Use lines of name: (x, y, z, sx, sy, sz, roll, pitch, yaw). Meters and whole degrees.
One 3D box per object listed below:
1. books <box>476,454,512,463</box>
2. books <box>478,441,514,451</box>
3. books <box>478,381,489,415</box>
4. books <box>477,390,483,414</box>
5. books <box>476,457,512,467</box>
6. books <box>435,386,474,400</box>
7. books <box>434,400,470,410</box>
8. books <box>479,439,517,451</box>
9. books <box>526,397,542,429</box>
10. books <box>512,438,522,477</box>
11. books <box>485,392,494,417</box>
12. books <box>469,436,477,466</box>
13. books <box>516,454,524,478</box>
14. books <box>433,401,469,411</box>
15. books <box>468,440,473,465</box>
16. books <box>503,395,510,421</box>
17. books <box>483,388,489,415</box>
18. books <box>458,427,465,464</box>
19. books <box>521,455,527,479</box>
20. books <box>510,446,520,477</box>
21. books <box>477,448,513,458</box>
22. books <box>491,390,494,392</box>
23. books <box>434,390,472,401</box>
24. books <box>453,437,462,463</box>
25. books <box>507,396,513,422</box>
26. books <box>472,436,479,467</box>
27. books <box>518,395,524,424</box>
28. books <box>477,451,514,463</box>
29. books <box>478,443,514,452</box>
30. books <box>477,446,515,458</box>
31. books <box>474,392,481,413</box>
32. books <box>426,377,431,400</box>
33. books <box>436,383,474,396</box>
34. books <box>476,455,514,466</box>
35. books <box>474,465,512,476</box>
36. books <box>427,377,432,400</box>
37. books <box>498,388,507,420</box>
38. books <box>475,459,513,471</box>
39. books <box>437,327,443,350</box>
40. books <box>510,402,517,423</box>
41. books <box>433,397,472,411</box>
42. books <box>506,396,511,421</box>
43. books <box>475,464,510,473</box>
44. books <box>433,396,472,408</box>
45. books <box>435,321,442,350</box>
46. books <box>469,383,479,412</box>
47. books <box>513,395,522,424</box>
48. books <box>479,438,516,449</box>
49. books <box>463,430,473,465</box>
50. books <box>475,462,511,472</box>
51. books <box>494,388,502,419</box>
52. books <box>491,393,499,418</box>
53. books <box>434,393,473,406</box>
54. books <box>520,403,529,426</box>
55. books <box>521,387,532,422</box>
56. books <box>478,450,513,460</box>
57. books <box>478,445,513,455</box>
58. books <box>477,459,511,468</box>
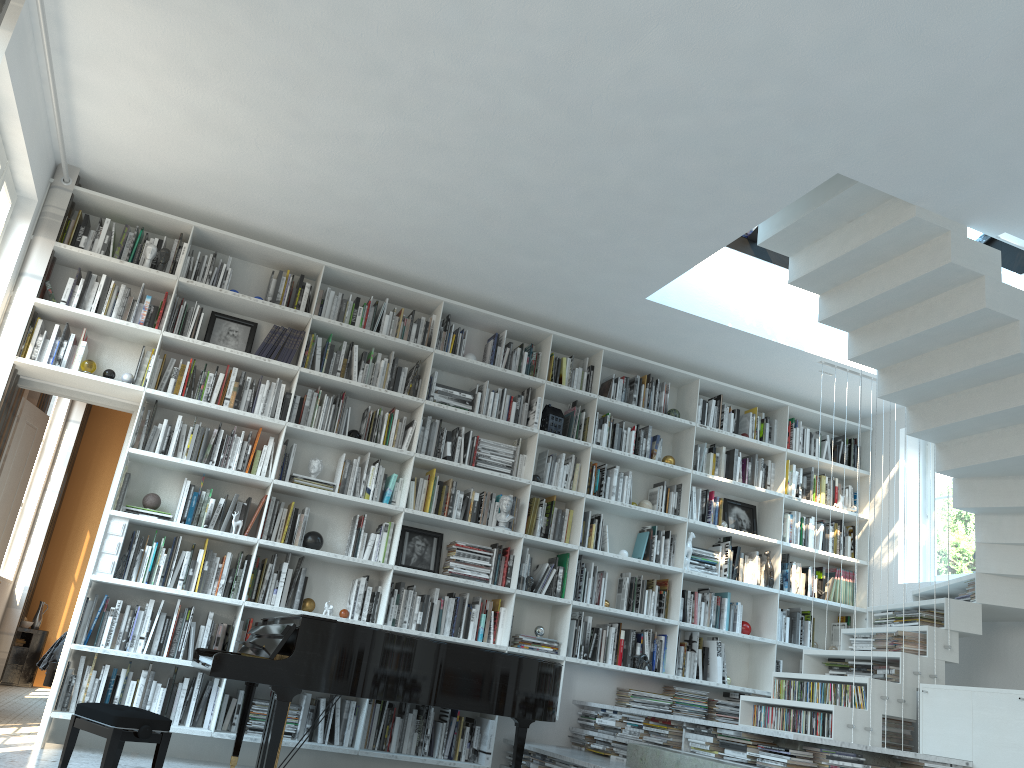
books: (-0.146, 0.535, 6.210, 0.254, 0.012, 0.161, 15, -20, -18)
books: (-0.135, 0.454, 6.239, 0.254, 0.012, 0.161, 16, -20, -19)
books: (-0.223, 0.133, 6.256, 0.011, 0.283, 0.190, 15, -19, -19)
books: (-0.259, 0.167, 6.277, 0.024, 0.222, 0.129, 15, -19, -19)
books: (-0.149, 0.557, 6.201, 0.254, 0.012, 0.161, 16, -20, -21)
books: (-0.428, 0.081, 6.209, 0.285, 0.024, 0.160, 15, -20, -17)
books: (-0.442, 0.165, 6.179, 0.254, 0.012, 0.161, 17, -20, -21)
books: (-0.128, 0.440, 6.233, 0.285, 0.012, 0.160, 17, -21, -23)
books: (0.131, 0.238, 6.327, 0.037, 0.236, 0.273, 15, -20, -19)
books: (0.013, 0.548, 6.274, 0.012, 0.317, 0.140, 15, -19, -19)
books: (-0.186, 0.180, 6.273, 0.027, 0.215, 0.190, 15, -20, -19)
books: (-0.298, 0.494, 6.143, 0.015, 0.244, 0.183, 15, -20, -19)
books: (0.024, 0.609, 6.259, 0.030, 0.198, 0.172, 15, -20, -19)
books: (-0.442, 0.175, 6.171, 0.254, 0.012, 0.161, 14, -19, -14)
books: (-0.321, 0.504, 6.140, 0.024, 0.215, 0.132, 15, -19, -19)
books: (-0.076, 0.205, 6.306, 0.023, 0.222, 0.191, 15, -20, -19)
books: (-0.217, 0.162, 6.268, 0.021, 0.236, 0.172, 15, -20, -19)
books: (-0.368, 0.454, 6.132, 0.049, 0.290, 0.162, 15, -19, -19)
books: (0.050, 0.615, 6.275, 0.030, 0.204, 0.158, 15, -20, -19)
books: (0.003, 0.571, 6.246, 0.012, 0.253, 0.161, 15, -19, -19)
books: (-0.140, 0.500, 6.220, 0.254, 0.012, 0.161, 15, -20, -17)
books: (-0.171, 0.175, 6.295, 0.012, 0.243, 0.132, 15, -19, -19)
books: (-0.430, 0.103, 6.198, 0.254, 0.025, 0.161, 17, -20, -22)
books: (-0.398, 0.481, 6.109, 0.024, 0.216, 0.148, 15, -20, -19)
books: (-0.042, 0.213, 6.325, 0.012, 0.229, 0.158, 15, -20, -19)
books: (-0.280, 0.493, 6.137, 0.013, 0.246, 0.177, 15, -20, -19)
books: (0.029, 0.222, 6.366, 0.029, 0.260, 0.133, 15, -19, -19)
books: (-0.143, 0.522, 6.210, 0.285, 0.012, 0.160, 14, -20, -16)
books: (-0.135, 0.465, 6.232, 0.254, 0.012, 0.161, 15, -20, -17)
books: (-0.139, 0.489, 6.226, 0.285, 0.012, 0.160, 16, -20, -20)
books: (-0.273, 0.170, 6.237, 0.025, 0.187, 0.194, 15, -20, -19)
books: (-0.610, 0.068, 6.117, 0.027, 0.200, 0.168, 15, -20, -19)
books: (-0.426, 0.059, 6.221, 0.285, 0.024, 0.160, 16, -20, -19)
books: (-0.148, 0.546, 6.207, 0.285, 0.012, 0.160, 15, -20, -18)
books: (-0.158, 0.614, 6.184, 0.285, 0.012, 0.160, 15, -20, -18)
books: (-0.596, 0.069, 6.138, 0.013, 0.217, 0.141, 15, -19, -19)
books: (-0.097, 0.180, 6.314, 0.023, 0.268, 0.185, 15, -20, -19)
books: (-0.151, 0.579, 6.191, 0.285, 0.012, 0.160, 17, -20, -21)
books: (-0.540, -0.276, 6.261, 0.023, 0.227, 0.157, 15, -20, -19)
books: (-0.025, 0.237, 6.321, 0.029, 0.187, 0.176, 15, -20, -19)
books: (-0.440, 0.153, 6.182, 0.285, 0.012, 0.160, 17, -20, -21)
books: (-0.055, 0.212, 6.327, 0.010, 0.229, 0.152, 15, -19, -19)
books: (-0.157, 0.603, 6.190, 0.254, 0.012, 0.161, 16, -20, -19)
books: (-0.439, 0.143, 6.188, 0.285, 0.012, 0.160, 16, -20, -21)
books: (-0.553, -0.299, 6.241, 0.026, 0.252, 0.186, 15, -20, -19)
books: (-0.286, 0.135, 6.246, 0.012, 0.253, 0.161, 15, -19, -19)
books: (0.007, 0.217, 6.340, 0.032, 0.247, 0.174, 15, -20, -19)
books: (-0.129, 0.431, 6.243, 0.285, 0.012, 0.160, 15, -20, -17)
books: (-0.332, 0.470, 6.127, 0.021, 0.268, 0.192, 15, -20, -19)
books: (-0.155, 0.591, 6.192, 0.254, 0.012, 0.161, 16, -20, -20)
books: (-0.128, 0.177, 6.324, 0.029, 0.272, 0.141, 15, -19, -19)
books: (-0.151, 0.190, 6.289, 0.028, 0.218, 0.184, 15, -20, -19)
books: (-0.432, 0.125, 6.188, 0.285, 0.024, 0.160, 14, -19, -14)
books: (0.057, 0.253, 6.353, 0.029, 0.202, 0.192, 15, -20, -19)
books: (0.082, 0.199, 6.388, 0.012, 0.333, 0.156, 15, -19, -19)
books: (-0.141, 0.511, 6.214, 0.254, 0.012, 0.161, 17, -20, -21)
books: (-0.134, 0.476, 6.222, 0.254, 0.012, 0.161, 14, -19, -14)
books: (-0.150, 0.568, 6.197, 0.254, 0.012, 0.161, 15, -20, -17)
